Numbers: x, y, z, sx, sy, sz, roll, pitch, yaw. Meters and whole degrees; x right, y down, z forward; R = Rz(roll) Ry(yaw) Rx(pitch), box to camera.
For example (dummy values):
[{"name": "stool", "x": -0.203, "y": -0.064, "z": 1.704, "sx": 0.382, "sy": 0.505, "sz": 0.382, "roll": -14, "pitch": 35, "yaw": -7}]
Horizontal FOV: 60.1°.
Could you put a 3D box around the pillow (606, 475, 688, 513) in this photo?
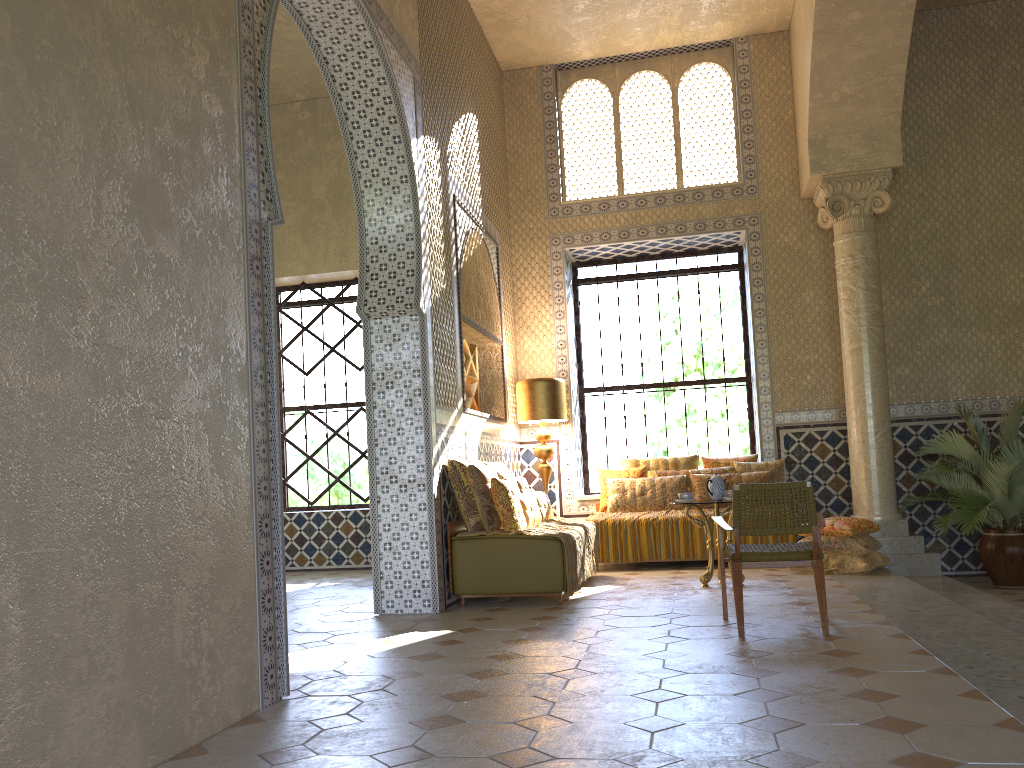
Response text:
[{"name": "pillow", "x": 1.975, "y": 1.634, "z": 13.003, "sx": 1.192, "sy": 0.545, "sz": 0.330, "roll": -4, "pitch": -4, "yaw": 11}]

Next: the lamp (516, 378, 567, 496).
[{"name": "lamp", "x": 0.496, "y": 1.341, "z": 13.192, "sx": 0.736, "sy": 2.805, "sz": 0.739, "roll": -2, "pitch": -4, "yaw": -19}]

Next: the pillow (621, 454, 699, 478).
[{"name": "pillow", "x": 2.254, "y": 1.503, "z": 13.419, "sx": 1.193, "sy": 0.830, "sz": 0.423, "roll": -4, "pitch": -4, "yaw": 11}]

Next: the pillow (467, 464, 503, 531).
[{"name": "pillow", "x": -0.257, "y": 1.293, "z": 9.989, "sx": 0.383, "sy": 0.778, "sz": 0.837, "roll": -4, "pitch": -5, "yaw": 12}]

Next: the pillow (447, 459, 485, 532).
[{"name": "pillow", "x": -0.410, "y": 1.287, "z": 10.250, "sx": 0.422, "sy": 0.829, "sz": 1.196, "roll": -4, "pitch": -5, "yaw": 11}]

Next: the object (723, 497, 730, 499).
[{"name": "object", "x": 2.620, "y": 1.366, "z": 10.635, "sx": 0.255, "sy": 0.032, "sz": 0.257, "roll": -2, "pitch": -6, "yaw": -10}]

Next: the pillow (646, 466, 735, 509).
[{"name": "pillow", "x": 2.650, "y": 1.554, "z": 13.090, "sx": 1.342, "sy": 0.613, "sz": 0.371, "roll": -4, "pitch": -4, "yaw": 11}]

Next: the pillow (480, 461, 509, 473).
[{"name": "pillow", "x": -0.168, "y": 1.404, "z": 11.420, "sx": 0.422, "sy": 0.829, "sz": 1.196, "roll": -4, "pitch": -5, "yaw": 11}]

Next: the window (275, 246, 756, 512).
[{"name": "window", "x": -0.328, "y": -0.003, "z": 14.906, "sx": 8.487, "sy": 3.978, "sz": 0.576, "roll": -4, "pitch": -3, "yaw": 8}]

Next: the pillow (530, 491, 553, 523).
[{"name": "pillow", "x": 0.353, "y": 1.618, "z": 11.481, "sx": 0.271, "sy": 0.449, "sz": 0.986, "roll": -4, "pitch": -6, "yaw": 11}]

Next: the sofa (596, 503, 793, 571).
[{"name": "sofa", "x": 2.571, "y": 2.156, "z": 12.829, "sx": 2.851, "sy": 0.934, "sz": 1.278, "roll": -4, "pitch": -5, "yaw": 11}]

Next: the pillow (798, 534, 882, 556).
[{"name": "pillow", "x": 4.092, "y": 2.037, "z": 11.157, "sx": 0.934, "sy": 0.346, "sz": 0.882, "roll": -7, "pitch": -7, "yaw": 32}]

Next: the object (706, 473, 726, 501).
[{"name": "object", "x": 2.395, "y": 1.201, "z": 10.368, "sx": 0.273, "sy": 0.322, "sz": 0.200, "roll": -3, "pitch": -4, "yaw": 1}]

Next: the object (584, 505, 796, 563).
[{"name": "object", "x": 2.519, "y": 2.144, "z": 12.776, "sx": 2.887, "sy": 0.715, "sz": 1.319, "roll": -4, "pitch": -6, "yaw": 12}]

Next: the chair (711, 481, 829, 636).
[{"name": "chair", "x": 2.193, "y": 1.429, "z": 7.468, "sx": 0.951, "sy": 1.205, "sz": 0.909, "roll": -4, "pitch": -4, "yaw": 11}]

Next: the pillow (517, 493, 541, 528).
[{"name": "pillow", "x": 0.164, "y": 1.527, "z": 10.564, "sx": 0.271, "sy": 0.449, "sz": 0.986, "roll": -4, "pitch": -6, "yaw": 11}]

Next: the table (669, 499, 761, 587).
[{"name": "table", "x": 2.415, "y": 1.844, "z": 10.294, "sx": 1.104, "sy": 0.977, "sz": 1.101, "roll": -7, "pitch": -6, "yaw": 41}]

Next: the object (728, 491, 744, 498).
[{"name": "object", "x": 2.537, "y": 1.262, "z": 10.006, "sx": 0.183, "sy": 0.100, "sz": 0.184, "roll": -4, "pitch": -6, "yaw": 8}]

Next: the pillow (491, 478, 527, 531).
[{"name": "pillow", "x": -0.025, "y": 1.354, "z": 9.791, "sx": 0.345, "sy": 0.649, "sz": 0.687, "roll": -4, "pitch": -5, "yaw": 11}]

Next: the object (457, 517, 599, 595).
[{"name": "object", "x": 0.289, "y": 2.027, "z": 10.693, "sx": 1.315, "sy": 0.715, "sz": 2.896, "roll": -4, "pitch": -6, "yaw": 11}]

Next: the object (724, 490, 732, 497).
[{"name": "object", "x": 2.618, "y": 1.328, "z": 10.637, "sx": 0.183, "sy": 0.100, "sz": 0.184, "roll": -3, "pitch": -6, "yaw": 0}]

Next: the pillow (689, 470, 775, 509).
[{"name": "pillow", "x": 3.174, "y": 1.547, "z": 12.758, "sx": 1.192, "sy": 0.545, "sz": 0.330, "roll": -4, "pitch": -4, "yaw": 11}]

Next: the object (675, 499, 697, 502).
[{"name": "object", "x": 2.042, "y": 1.368, "z": 10.394, "sx": 0.255, "sy": 0.032, "sz": 0.257, "roll": -2, "pitch": -6, "yaw": -10}]

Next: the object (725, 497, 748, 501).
[{"name": "object", "x": 2.538, "y": 1.300, "z": 10.004, "sx": 0.256, "sy": 0.032, "sz": 0.257, "roll": -4, "pitch": -6, "yaw": 8}]

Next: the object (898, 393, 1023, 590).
[{"name": "object", "x": 6.512, "y": 1.379, "z": 11.448, "sx": 2.641, "sy": 2.494, "sz": 2.173, "roll": -3, "pitch": -4, "yaw": -2}]

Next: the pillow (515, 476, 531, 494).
[{"name": "pillow", "x": 0.134, "y": 1.502, "z": 11.483, "sx": 0.313, "sy": 0.635, "sz": 0.684, "roll": -4, "pitch": -5, "yaw": 12}]

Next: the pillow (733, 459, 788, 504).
[{"name": "pillow", "x": 3.629, "y": 1.455, "z": 12.913, "sx": 0.741, "sy": 0.691, "sz": 0.341, "roll": -4, "pitch": -4, "yaw": 12}]

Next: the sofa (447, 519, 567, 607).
[{"name": "sofa", "x": 0.232, "y": 2.041, "z": 10.717, "sx": 1.274, "sy": 0.934, "sz": 2.860, "roll": -4, "pitch": -6, "yaw": 11}]

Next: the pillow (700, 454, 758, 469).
[{"name": "pillow", "x": 3.281, "y": 1.464, "z": 13.268, "sx": 0.856, "sy": 0.798, "sz": 0.394, "roll": -4, "pitch": -4, "yaw": 12}]

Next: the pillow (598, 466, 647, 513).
[{"name": "pillow", "x": 1.665, "y": 1.597, "z": 13.313, "sx": 0.741, "sy": 0.691, "sz": 0.341, "roll": -4, "pitch": -4, "yaw": 12}]

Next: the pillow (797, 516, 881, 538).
[{"name": "pillow", "x": 4.096, "y": 1.828, "z": 11.156, "sx": 0.748, "sy": 0.309, "sz": 0.807, "roll": 3, "pitch": -8, "yaw": -44}]

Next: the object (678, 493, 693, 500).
[{"name": "object", "x": 2.040, "y": 1.330, "z": 10.395, "sx": 0.183, "sy": 0.100, "sz": 0.184, "roll": -2, "pitch": -6, "yaw": -7}]

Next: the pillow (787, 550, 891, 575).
[{"name": "pillow", "x": 4.123, "y": 2.237, "z": 11.151, "sx": 0.994, "sy": 0.367, "sz": 1.044, "roll": -7, "pitch": -7, "yaw": 36}]

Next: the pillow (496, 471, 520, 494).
[{"name": "pillow", "x": -0.029, "y": 1.394, "z": 10.699, "sx": 0.341, "sy": 0.691, "sz": 0.743, "roll": -4, "pitch": -5, "yaw": 12}]
